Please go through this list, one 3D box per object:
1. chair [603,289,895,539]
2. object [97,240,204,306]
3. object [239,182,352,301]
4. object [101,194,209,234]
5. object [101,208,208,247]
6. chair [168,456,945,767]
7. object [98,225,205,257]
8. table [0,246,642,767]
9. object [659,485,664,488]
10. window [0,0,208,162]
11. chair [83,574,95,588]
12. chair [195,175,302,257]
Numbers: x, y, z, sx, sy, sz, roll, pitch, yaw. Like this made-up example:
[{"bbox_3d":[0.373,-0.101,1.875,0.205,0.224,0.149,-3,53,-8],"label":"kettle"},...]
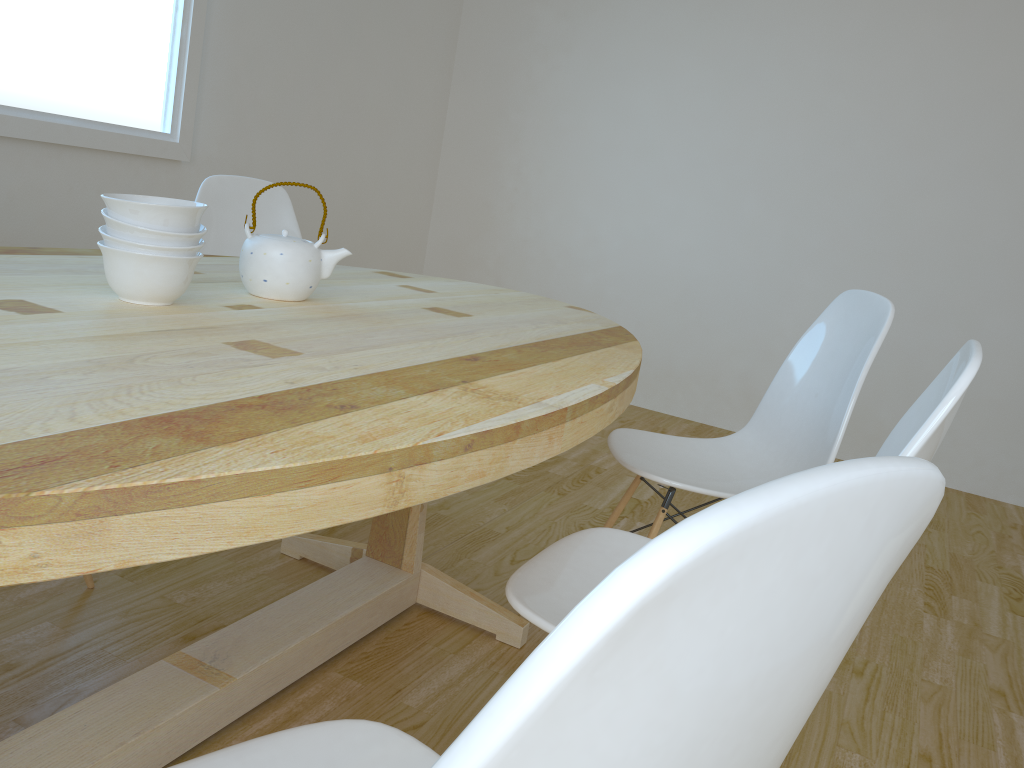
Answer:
[{"bbox_3d":[0.450,0.198,1.954,0.522,0.893,0.434,9,9,-6],"label":"chair"},{"bbox_3d":[-0.559,-0.168,1.362,0.151,0.082,0.154,4,12,-26],"label":"object"},{"bbox_3d":[-0.400,-0.259,1.602,0.178,0.209,0.148,14,11,23],"label":"object"},{"bbox_3d":[-0.546,-0.240,1.346,0.151,0.086,0.153,1,14,-37],"label":"object"},{"bbox_3d":[-0.547,-0.212,1.350,0.152,0.095,0.152,19,14,40],"label":"object"},{"bbox_3d":[-0.123,0.398,0.578,0.430,0.893,0.528,0,13,-45],"label":"chair"},{"bbox_3d":[-0.553,-0.190,1.355,0.151,0.092,0.153,4,12,-26],"label":"object"},{"bbox_3d":[-0.503,0.233,1.466,1.200,0.718,2.202,14,12,22],"label":"table"},{"bbox_3d":[0.846,0.546,1.622,1.190,0.497,0.475,10,10,2],"label":"object"},{"bbox_3d":[-0.486,-0.979,1.945,2.563,2.034,1.889,14,11,24],"label":"window"},{"bbox_3d":[-1.152,-0.030,1.773,0.526,0.893,0.432,14,10,24],"label":"chair"},{"bbox_3d":[-0.726,-0.117,2.509,0.429,0.893,0.529,3,12,-35],"label":"chair"}]
